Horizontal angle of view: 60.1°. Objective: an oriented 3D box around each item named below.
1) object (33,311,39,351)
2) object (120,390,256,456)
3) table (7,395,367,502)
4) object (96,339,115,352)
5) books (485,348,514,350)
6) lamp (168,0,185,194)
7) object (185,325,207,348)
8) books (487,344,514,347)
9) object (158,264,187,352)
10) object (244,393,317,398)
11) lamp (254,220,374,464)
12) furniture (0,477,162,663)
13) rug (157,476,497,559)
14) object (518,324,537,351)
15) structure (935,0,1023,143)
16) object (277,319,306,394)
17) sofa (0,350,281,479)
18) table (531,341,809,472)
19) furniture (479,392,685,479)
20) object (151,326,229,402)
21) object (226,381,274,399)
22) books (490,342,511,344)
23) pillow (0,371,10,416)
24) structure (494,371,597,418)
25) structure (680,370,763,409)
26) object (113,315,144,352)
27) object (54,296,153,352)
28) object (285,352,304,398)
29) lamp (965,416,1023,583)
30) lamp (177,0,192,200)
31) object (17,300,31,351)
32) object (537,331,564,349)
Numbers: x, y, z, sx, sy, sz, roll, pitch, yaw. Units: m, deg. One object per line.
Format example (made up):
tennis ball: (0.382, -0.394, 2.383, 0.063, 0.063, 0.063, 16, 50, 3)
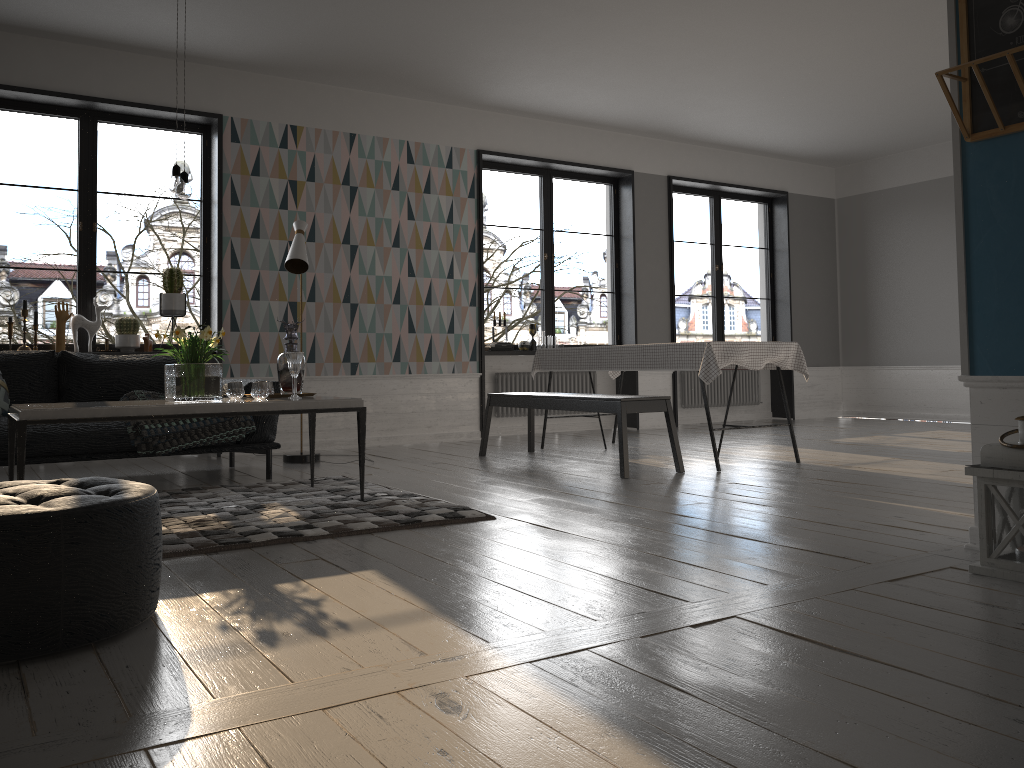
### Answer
object: (-3.349, -0.370, 6.219, 0.075, 0.301, 0.075, -1, -3, -2)
object: (-1.903, 0.211, 5.133, 0.666, 0.330, 0.489, -1, 0, -37)
table: (-1.500, 0.336, 4.123, 1.456, 0.512, 0.731, -1, 0, -32)
object: (-2.935, -0.279, 6.411, 0.123, 0.099, 0.122, -1, 0, -10)
books: (-0.144, -0.323, 8.178, 0.271, 0.019, 0.183, -2, 1, -33)
lamp: (-0.972, -1.650, 3.822, 1.394, 1.541, 0.074, -1, -3, 27)
object: (-2.377, -0.346, 6.676, 0.171, 0.204, 0.246, 0, -1, -30)
books: (-0.111, -0.355, 8.187, 0.198, 0.022, 0.162, -1, 1, -31)
object: (-2.540, -0.575, 6.618, 0.228, 0.672, 0.235, -2, -3, 29)
object: (-1.200, 0.058, 4.578, 0.318, 0.015, 0.246, -1, 1, -32)
lamp: (-1.485, -0.311, 6.522, 0.679, 1.707, 1.244, 1, -2, -34)
furniture: (-1.285, 0.445, 2.252, 0.734, 0.357, 0.735, 0, 1, 45)
rug: (-1.604, 0.584, 3.859, 2.526, 0.034, 1.767, -1, 1, -32)
object: (0.149, -0.439, 8.350, 0.194, 0.257, 0.115, 0, -2, -22)
structure: (1.639, -1.222, 2.851, 0.185, 0.777, 0.494, 1, -2, -32)
object: (-1.155, -0.145, 4.631, 0.148, 0.418, 0.155, 0, -2, -13)
sofa: (-2.571, 0.198, 5.060, 2.340, 0.800, 0.968, -1, 0, -33)
table: (1.043, 0.116, 6.336, 0.931, 0.786, 2.022, 0, 0, -32)
furniture: (0.393, 0.299, 5.885, 0.465, 0.456, 1.667, 0, 0, -32)
object: (-1.514, -0.096, 4.168, 0.352, 0.352, 0.324, 0, -1, -30)
object: (-1.268, 0.030, 4.465, 0.279, 0.087, 0.246, 0, 1, 36)
books: (-0.106, -0.375, 8.187, 0.153, 0.017, 0.123, -1, 1, -31)
pillow: (-3.072, 0.033, 4.693, 0.443, 0.363, 0.798, -1, 0, 40)
structure: (0.350, 0.093, 8.618, 1.223, 0.429, 0.148, -1, -2, -34)
structure: (2.338, 0.041, 9.862, 1.223, 0.429, 0.148, -1, -2, -34)
object: (-2.843, -0.376, 6.540, 0.213, 0.284, 0.234, -2, -1, 32)
object: (-2.951, -0.429, 6.420, 0.662, 0.411, 0.134, -1, -2, -31)
object: (-1.086, -0.044, 4.421, 0.082, 0.227, 0.167, 0, -2, -21)
lamp: (1.587, 0.334, 2.669, 0.287, 0.479, 0.286, 0, -2, -33)
lamp: (-0.987, -1.653, 3.960, 1.394, 1.541, 0.074, -1, -3, 27)
object: (-3.382, -0.405, 6.141, 0.123, 0.376, 0.123, 0, -3, -28)
object: (0.353, -0.412, 8.488, 0.268, 0.193, 0.153, -1, -1, -32)
